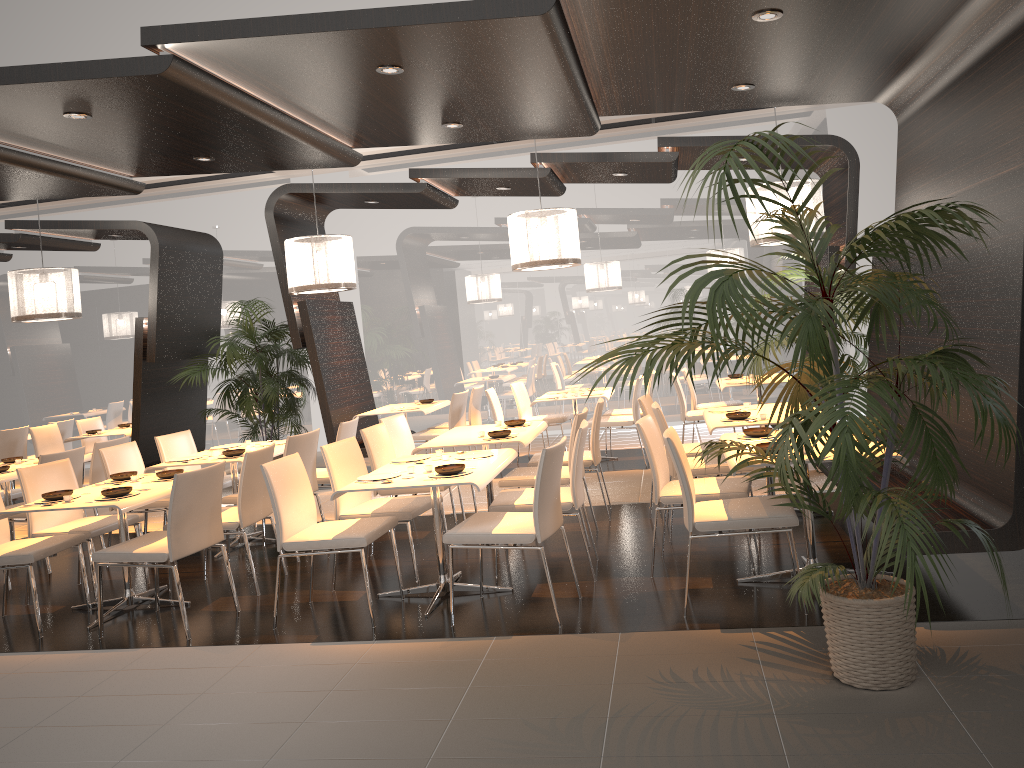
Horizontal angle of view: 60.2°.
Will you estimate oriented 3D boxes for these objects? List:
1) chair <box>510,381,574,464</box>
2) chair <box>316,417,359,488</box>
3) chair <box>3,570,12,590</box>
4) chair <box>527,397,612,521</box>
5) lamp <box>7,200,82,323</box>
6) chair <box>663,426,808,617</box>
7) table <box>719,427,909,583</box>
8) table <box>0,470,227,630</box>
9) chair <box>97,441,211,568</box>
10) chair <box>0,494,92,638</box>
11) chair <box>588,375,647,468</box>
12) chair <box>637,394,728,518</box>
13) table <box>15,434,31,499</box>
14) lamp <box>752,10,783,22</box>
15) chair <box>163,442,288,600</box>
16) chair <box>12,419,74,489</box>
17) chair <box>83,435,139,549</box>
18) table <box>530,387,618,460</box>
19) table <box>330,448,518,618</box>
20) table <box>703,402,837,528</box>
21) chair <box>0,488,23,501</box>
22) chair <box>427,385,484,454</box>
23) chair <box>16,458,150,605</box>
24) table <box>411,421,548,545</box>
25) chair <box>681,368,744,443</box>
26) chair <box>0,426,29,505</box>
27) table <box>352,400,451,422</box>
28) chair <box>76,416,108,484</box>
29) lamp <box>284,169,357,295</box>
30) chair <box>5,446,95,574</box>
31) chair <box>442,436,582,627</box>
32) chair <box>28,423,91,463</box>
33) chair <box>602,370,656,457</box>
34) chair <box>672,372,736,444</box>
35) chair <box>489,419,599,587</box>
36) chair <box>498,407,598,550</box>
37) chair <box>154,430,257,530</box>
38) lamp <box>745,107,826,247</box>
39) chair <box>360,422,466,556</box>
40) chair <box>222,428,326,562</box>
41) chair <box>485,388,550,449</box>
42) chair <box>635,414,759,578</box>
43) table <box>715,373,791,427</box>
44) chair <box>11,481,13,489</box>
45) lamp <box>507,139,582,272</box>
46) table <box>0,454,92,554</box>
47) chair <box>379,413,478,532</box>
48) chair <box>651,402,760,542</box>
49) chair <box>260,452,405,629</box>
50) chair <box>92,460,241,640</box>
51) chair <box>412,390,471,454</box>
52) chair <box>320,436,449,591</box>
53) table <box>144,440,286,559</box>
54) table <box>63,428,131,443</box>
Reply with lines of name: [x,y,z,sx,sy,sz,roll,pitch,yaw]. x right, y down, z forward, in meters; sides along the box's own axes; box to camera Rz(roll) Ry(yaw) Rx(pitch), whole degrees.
chair: [0.343,0.398,9.820,0.604,0.870,0.485,-5,0,17]
chair: [-1.522,0.739,7.097,0.604,0.870,0.484,-5,0,7]
chair: [-3.794,1.025,5.919,0.604,0.875,0.484,-5,0,7]
chair: [0.443,0.576,6.760,0.604,0.870,0.484,-5,0,7]
lamp: [-4.718,-1.597,8.825,0.628,1.932,0.625,-5,-1,-18]
chair: [1.108,0.655,4.459,0.604,0.870,0.484,-5,0,12]
table: [1.567,0.674,4.689,0.799,0.726,1.150,-5,2,10]
table: [-2.354,0.997,5.381,0.799,0.726,1.150,-5,2,10]
chair: [-2.709,0.876,6.674,0.604,0.870,0.484,-5,0,12]
chair: [-2.929,0.986,5.198,0.604,0.870,0.484,-5,0,7]
chair: [1.075,0.379,9.015,0.604,0.870,0.484,-5,0,12]
chair: [1.292,0.509,6.604,0.604,0.875,0.485,-5,0,17]
table: [-6.330,1.046,10.632,0.799,0.726,1.150,-5,2,10]
lamp: [1.366,-1.986,4.734,0.161,0.050,0.162,-4,3,16]
chair: [-1.817,0.858,5.634,0.604,0.875,0.484,-5,0,7]
chair: [-5.718,0.903,10.839,0.604,0.875,0.484,-5,0,12]
chair: [-3.544,0.909,7.405,0.604,0.870,0.484,-5,0,12]
table: [0.695,0.466,9.411,0.799,0.726,1.150,-5,2,10]
table: [-0.418,0.838,5.045,0.799,0.726,1.150,-5,2,10]
table: [1.788,0.563,6.165,0.799,0.726,1.150,-5,2,10]
chair: [-4.542,0.987,7.651,0.604,0.870,0.485,-5,0,17]
chair: [-0.596,0.481,9.931,0.604,0.875,0.484,-5,0,12]
chair: [-2.819,0.940,5.789,0.604,0.870,0.485,-5,0,17]
table: [-0.046,0.714,6.499,1.051,0.726,1.150,-5,2,10]
chair: [2.164,0.249,9.479,0.604,0.870,0.484,-5,0,12]
chair: [-5.949,0.962,10.235,0.604,0.875,0.484,-5,0,12]
table: [-1.157,0.619,9.744,0.799,0.726,1.150,-5,2,10]
chair: [-4.860,0.829,10.700,0.604,0.870,0.484,-5,0,12]
lamp: [-1.866,-1.833,8.329,0.624,1.932,0.628,-6,-1,38]
chair: [-3.621,0.954,6.782,0.604,0.870,0.485,-5,0,17]
chair: [0.007,0.751,4.614,0.604,0.875,0.485,-5,0,17]
chair: [-5.092,0.888,10.096,0.604,0.870,0.484,-5,0,12]
chair: [1.307,0.323,9.619,0.604,0.875,0.484,-5,0,12]
chair: [1.933,0.310,8.875,0.604,0.875,0.484,-5,0,12]
chair: [0.195,0.692,5.284,0.604,0.875,0.484,-5,0,7]
chair: [0.254,0.635,6.089,0.604,0.870,0.484,-5,0,12]
chair: [-2.528,0.822,7.264,0.604,0.870,0.485,-5,0,17]
lamp: [2.280,-2.175,7.608,0.624,1.932,0.629,-6,-1,42]
chair: [-0.701,0.715,6.271,0.604,0.875,0.484,-5,0,12]
chair: [-1.710,0.800,6.428,0.604,0.875,0.485,-5,0,17]
chair: [0.068,0.466,9.174,0.604,0.875,0.484,-5,0,7]
chair: [1.070,0.618,5.129,0.604,0.870,0.485,-5,0,17]
table: [2.559,0.313,9.080,0.799,0.726,1.150,-5,2,10]
chair: [-6.681,0.978,11.041,0.604,0.870,0.485,-5,0,17]
lamp: [0.223,-2.005,7.966,0.624,1.932,0.628,-6,-1,38]
table: [-4.104,1.048,7.219,0.799,0.726,1.150,-5,2,10]
chair: [-0.667,0.668,6.960,0.604,0.870,0.485,-5,0,17]
chair: [1.281,0.551,5.934,0.604,0.875,0.484,-5,0,7]
chair: [-0.992,0.829,4.861,0.604,0.875,0.484,-5,0,12]
chair: [-1.930,0.908,4.951,0.604,0.870,0.485,-5,0,17]
chair: [-0.749,0.531,9.312,0.604,0.870,0.485,-5,0,17]
chair: [-0.795,0.774,5.454,0.604,0.875,0.485,-5,0,17]
table: [-2.135,0.887,6.858,0.799,0.726,1.150,-5,2,10]
table: [-4.466,0.893,10.301,0.799,0.726,1.150,-5,2,10]
